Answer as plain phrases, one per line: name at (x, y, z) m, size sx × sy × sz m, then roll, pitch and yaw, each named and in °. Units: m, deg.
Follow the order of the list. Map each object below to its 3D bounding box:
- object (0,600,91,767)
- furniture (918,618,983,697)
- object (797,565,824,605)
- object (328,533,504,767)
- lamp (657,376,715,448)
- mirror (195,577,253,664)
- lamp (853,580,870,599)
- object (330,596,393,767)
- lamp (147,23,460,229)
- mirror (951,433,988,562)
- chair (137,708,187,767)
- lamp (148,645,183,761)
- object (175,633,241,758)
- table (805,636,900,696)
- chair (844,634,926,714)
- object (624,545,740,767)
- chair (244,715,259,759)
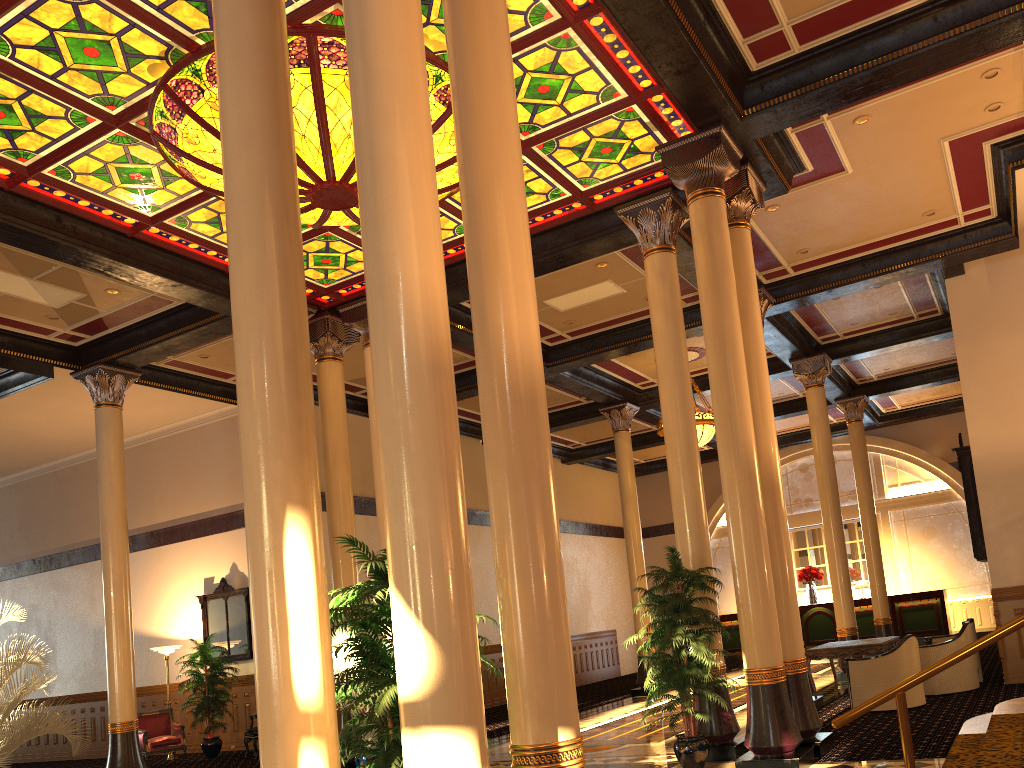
object at (-4.092, 2.790, 6.804) m, size 2.023 × 2.214 × 1.886 m, roll -10°, pitch -11°, yaw 17°
furniture at (6.315, 3.931, 12.625) m, size 0.793 × 0.924 × 2.268 m, roll -12°, pitch -15°, yaw 28°
object at (3.904, -0.320, 7.777) m, size 0.663 × 4.188 × 31.105 m, roll -8°, pitch -16°, yaw 12°
object at (-0.557, 1.796, 4.636) m, size 1.092 × 2.110 × 1.045 m, roll -5°, pitch -8°, yaw -13°
lamp at (3.193, 0.439, 15.872) m, size 1.168 × 1.869 × 1.240 m, roll -10°, pitch -10°, yaw 23°
mirror at (-5.221, 4.308, 15.895) m, size 1.360 × 1.524 × 0.207 m, roll -12°, pitch -8°, yaw 28°
lamp at (8.591, 5.043, 21.327) m, size 0.430 × 0.434 × 0.427 m, roll -3°, pitch -11°, yaw -16°
object at (-1.556, 3.520, 10.358) m, size 1.789 × 2.228 × 2.164 m, roll -13°, pitch -13°, yaw 31°
lamp at (-1.634, -1.969, 7.898) m, size 2.941 × 0.589 × 3.141 m, roll -14°, pitch -18°, yaw 26°
mirror at (6.987, 1.714, 13.222) m, size 0.250 × 1.948 × 1.856 m, roll -10°, pitch -11°, yaw 29°
chair at (-5.954, 5.991, 14.712) m, size 0.710 × 0.902 × 0.634 m, roll 2°, pitch -13°, yaw -41°
lamp at (-6.132, 5.707, 15.557) m, size 0.587 × 1.974 × 0.584 m, roll -5°, pitch -7°, yaw -11°
object at (-5.262, 5.396, 15.084) m, size 1.092 × 2.110 × 1.045 m, roll -5°, pitch -8°, yaw -13°
table at (5.026, 4.158, 12.660) m, size 1.086 × 0.756 × 1.710 m, roll -14°, pitch -16°, yaw 28°
chair at (4.798, 3.671, 11.069) m, size 0.992 × 0.895 × 0.760 m, roll 4°, pitch -14°, yaw -40°
object at (1.618, 2.613, 8.301) m, size 1.020 × 2.110 × 1.119 m, roll -9°, pitch -9°, yaw 17°
chair at (-4.042, 5.579, 14.377) m, size 0.771 × 1.077 × 0.730 m, roll 1°, pitch -12°, yaw -36°
